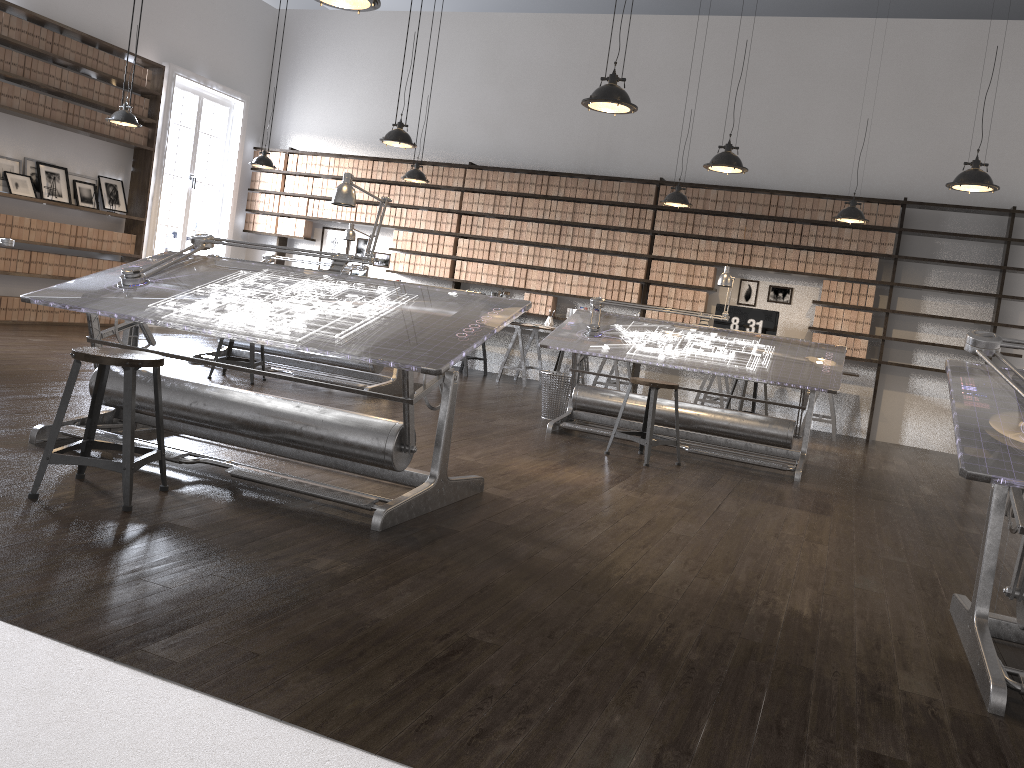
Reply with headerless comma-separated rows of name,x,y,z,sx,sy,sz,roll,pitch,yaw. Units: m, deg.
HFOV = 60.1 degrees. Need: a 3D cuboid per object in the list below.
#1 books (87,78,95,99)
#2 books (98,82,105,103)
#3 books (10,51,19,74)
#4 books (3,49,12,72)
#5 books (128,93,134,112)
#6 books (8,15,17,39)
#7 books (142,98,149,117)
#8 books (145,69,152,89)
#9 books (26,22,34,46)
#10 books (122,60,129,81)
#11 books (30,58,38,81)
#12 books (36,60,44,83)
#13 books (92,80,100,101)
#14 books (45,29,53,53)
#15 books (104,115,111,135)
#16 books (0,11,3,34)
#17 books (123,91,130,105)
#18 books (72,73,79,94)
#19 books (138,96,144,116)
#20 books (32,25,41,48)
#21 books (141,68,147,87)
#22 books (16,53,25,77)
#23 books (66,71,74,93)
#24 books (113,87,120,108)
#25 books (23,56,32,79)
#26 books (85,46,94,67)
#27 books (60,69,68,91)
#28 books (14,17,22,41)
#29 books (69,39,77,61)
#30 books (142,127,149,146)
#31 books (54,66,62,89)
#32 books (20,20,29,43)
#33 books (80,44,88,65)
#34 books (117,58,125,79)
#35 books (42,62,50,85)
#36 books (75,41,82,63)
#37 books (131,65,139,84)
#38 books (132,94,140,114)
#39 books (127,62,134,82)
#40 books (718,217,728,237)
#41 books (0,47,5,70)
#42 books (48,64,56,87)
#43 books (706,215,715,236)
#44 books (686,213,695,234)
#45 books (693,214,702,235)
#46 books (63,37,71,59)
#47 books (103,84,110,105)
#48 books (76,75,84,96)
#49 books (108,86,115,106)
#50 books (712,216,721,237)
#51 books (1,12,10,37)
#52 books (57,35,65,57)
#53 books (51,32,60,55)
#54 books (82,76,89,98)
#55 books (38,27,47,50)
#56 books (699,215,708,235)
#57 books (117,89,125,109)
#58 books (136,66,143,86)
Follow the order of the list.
books,-4.489,-3.095,9.306,0.175,0.225,0.066,9,3,21
books,-4.436,-3.099,9.439,0.175,0.225,0.066,9,3,21
books,-4.811,-3.060,8.455,0.175,0.225,0.066,9,3,21
books,-4.840,-3.058,8.391,0.175,0.225,0.066,9,3,21
books,-4.292,-3.115,9.823,0.175,0.225,0.066,9,3,21
books,-4.791,-3.373,8.383,0.175,0.225,0.066,9,3,21
books,-4.210,-3.123,10.032,0.175,0.225,0.066,9,3,21
books,-4.167,-3.437,10.008,0.175,0.225,0.066,9,3,21
books,-4.723,-3.380,8.568,0.175,0.225,0.066,9,3,21
books,-4.290,-3.425,9.692,0.175,0.225,0.066,9,3,21
books,-4.737,-3.069,8.663,0.175,0.225,0.066,9,3,21
books,-4.711,-3.071,8.723,0.175,0.225,0.066,9,3,21
books,-4.460,-3.097,9.371,0.175,0.225,0.067,9,3,21
books,-4.647,-3.388,8.767,0.175,0.225,0.066,9,3,21
books,-4.435,-2.796,9.568,0.175,0.225,0.066,9,3,21
books,-4.844,-3.368,8.251,0.175,0.225,0.066,9,3,21
books,-4.314,-3.112,9.755,0.175,0.225,0.066,9,3,21
books,-4.562,-3.087,9.113,0.175,0.225,0.066,9,3,21
books,-4.239,-3.121,9.962,0.175,0.225,0.066,9,3,21
books,-4.698,-3.383,8.634,0.175,0.225,0.066,9,3,21
books,-4.196,-3.435,9.944,0.175,0.225,0.066,9,3,21
books,-4.790,-3.064,8.523,0.175,0.225,0.066,9,3,21
books,-4.583,-3.084,9.054,0.175,0.225,0.066,9,3,21
books,-4.368,-3.107,9.624,0.175,0.225,0.066,9,3,21
books,-4.758,-3.066,8.592,0.175,0.225,0.067,9,3,21
books,-4.466,-3.407,9.235,0.175,0.225,0.066,9,3,21
books,-4.607,-3.081,8.986,0.175,0.225,0.067,9,3,21
books,-4.770,-3.375,8.442,0.175,0.225,0.066,9,3,21
books,-4.541,-3.399,9.034,0.175,0.225,0.066,9,3,21
books,-4.238,-2.817,10.086,0.175,0.225,0.066,9,3,21
books,-4.636,-3.079,8.917,0.175,0.225,0.066,9,3,21
books,-4.742,-3.377,8.503,0.175,0.225,0.067,9,3,21
books,-4.493,-3.404,9.165,0.175,0.225,0.066,9,3,21
books,-4.314,-3.422,9.624,0.175,0.225,0.067,9,3,21
books,-4.684,-3.073,8.780,0.175,0.225,0.067,9,3,21
books,-4.520,-3.402,9.101,0.175,0.225,0.066,9,3,21
books,-4.241,-3.429,9.812,0.175,0.225,0.067,9,3,21
books,-4.261,-3.117,9.891,0.175,0.225,0.067,9,3,21
books,-4.269,-3.427,9.752,0.175,0.225,0.066,9,3,21
books,2.287,-1.680,9.551,0.067,0.225,0.174,9,4,20
books,-4.865,-3.056,8.324,0.175,0.225,0.066,9,3,21
books,-4.658,-3.076,8.848,0.175,0.225,0.066,9,3,21
books,2.161,-1.703,9.606,0.067,0.225,0.174,9,4,21
books,1.959,-1.738,9.678,0.067,0.225,0.174,9,4,21
books,2.030,-1.726,9.657,0.067,0.225,0.174,9,4,20
books,-4.564,-3.395,8.965,0.175,0.225,0.066,9,3,21
books,-4.415,-3.102,9.498,0.175,0.225,0.066,9,3,21
books,-4.534,-3.088,9.174,0.175,0.225,0.067,9,3,21
books,-4.387,-3.104,9.559,0.175,0.225,0.067,9,3,21
books,2.227,-1.691,9.581,0.067,0.225,0.174,9,4,21
books,-4.815,-3.370,8.315,0.175,0.225,0.067,9,3,21
books,-4.594,-3.394,8.906,0.175,0.225,0.066,9,3,21
books,-4.615,-3.390,8.835,0.175,0.225,0.067,9,3,21
books,-4.515,-3.092,9.242,0.175,0.225,0.066,9,3,21
books,-4.668,-3.385,8.699,0.175,0.225,0.066,9,3,21
books,2.094,-1.714,9.627,0.067,0.225,0.174,9,4,20
books,-4.343,-3.110,9.690,0.175,0.225,0.066,9,3,21
books,-4.222,-3.432,9.877,0.175,0.225,0.066,9,3,21
